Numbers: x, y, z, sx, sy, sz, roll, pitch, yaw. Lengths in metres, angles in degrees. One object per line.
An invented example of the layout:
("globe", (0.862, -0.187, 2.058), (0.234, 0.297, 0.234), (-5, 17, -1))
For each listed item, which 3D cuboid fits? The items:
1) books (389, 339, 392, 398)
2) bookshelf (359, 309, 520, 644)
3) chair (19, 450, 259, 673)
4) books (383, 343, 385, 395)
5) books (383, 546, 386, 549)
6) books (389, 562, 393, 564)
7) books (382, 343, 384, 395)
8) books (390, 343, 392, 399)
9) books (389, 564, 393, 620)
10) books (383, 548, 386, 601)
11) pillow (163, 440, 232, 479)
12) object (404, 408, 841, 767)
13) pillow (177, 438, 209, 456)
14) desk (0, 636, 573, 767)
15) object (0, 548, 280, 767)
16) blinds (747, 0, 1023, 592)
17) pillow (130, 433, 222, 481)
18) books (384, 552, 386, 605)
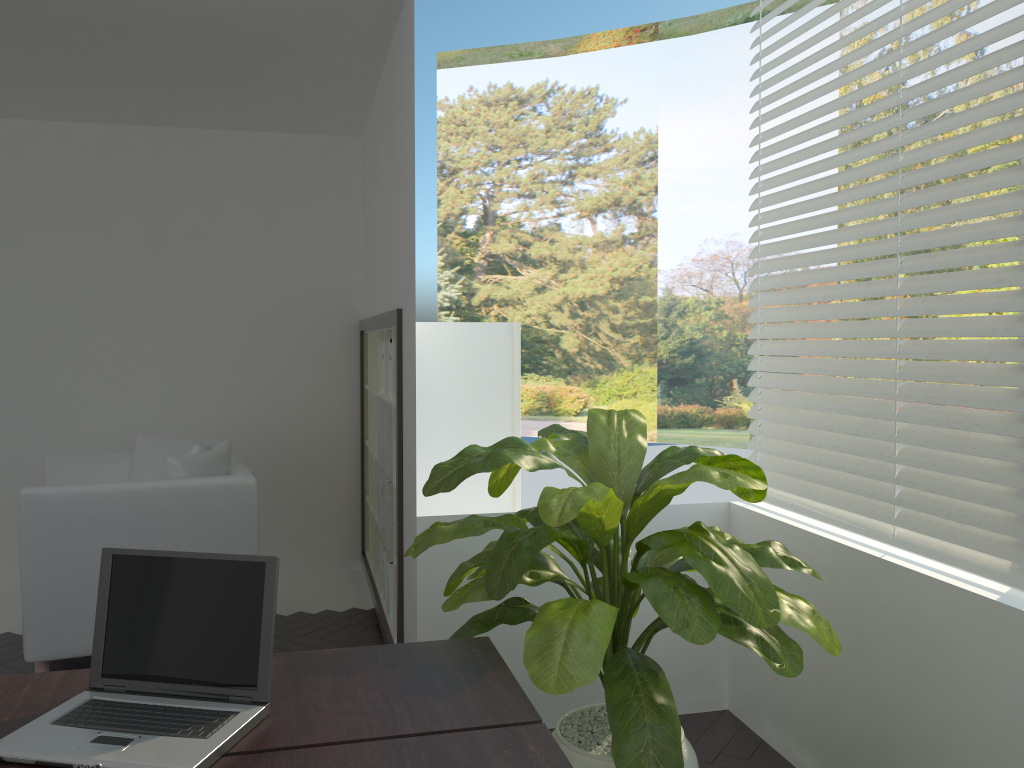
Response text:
("books", (-0.472, -0.073, 4.156), (0.207, 0.275, 0.040), (-1, 2, -13))
("bookshelf", (-0.456, 0.403, 4.563), (0.501, 1.495, 2.101), (-1, 2, -14))
("chair", (-1.779, 0.788, 4.277), (0.944, 0.816, 1.156), (-1, 3, -23))
("books", (-0.531, -0.076, 4.391), (0.208, 0.259, 0.060), (-1, 2, -13))
("books", (-0.550, 0.953, 4.517), (0.207, 0.258, 0.040), (-1, 2, -13))
("books", (-0.474, 0.967, 4.186), (0.207, 0.259, 0.060), (-1, 2, -14))
("books", (-0.545, -0.078, 4.438), (0.207, 0.258, 0.040), (-1, 2, -13))
("books", (-0.457, -0.061, 4.074), (0.207, 0.258, 0.040), (-1, 2, -13))
("books", (-0.472, 0.970, 4.160), (0.207, 0.257, 0.058), (-1, 2, -13))
("books", (-0.544, 0.955, 4.470), (0.207, 0.258, 0.040), (-1, 2, -13))
("pillow", (-1.469, 0.517, 4.089), (0.257, 0.473, 0.465), (0, 2, 14))
("object", (0.291, 0.681, 2.437), (1.026, 1.198, 1.121), (-2, 3, -35))
("pillow", (-1.614, 0.505, 4.364), (0.255, 0.467, 0.532), (-1, 2, -23))
("desk", (-0.822, 0.982, 1.435), (1.813, 0.698, 0.975), (-1, 2, -14))
("object", (-0.664, 0.480, 1.592), (0.380, 0.288, 0.320), (0, 2, 11))
("blinds", (1.313, -1.608, 1.338), (1.219, 4.263, 3.920), (0, 2, 5))
("pillow", (-1.763, 0.517, 4.644), (0.497, 0.504, 0.235), (0, 2, 7))
("books", (-0.529, 0.959, 4.395), (0.207, 0.257, 0.058), (-1, 2, -13))
